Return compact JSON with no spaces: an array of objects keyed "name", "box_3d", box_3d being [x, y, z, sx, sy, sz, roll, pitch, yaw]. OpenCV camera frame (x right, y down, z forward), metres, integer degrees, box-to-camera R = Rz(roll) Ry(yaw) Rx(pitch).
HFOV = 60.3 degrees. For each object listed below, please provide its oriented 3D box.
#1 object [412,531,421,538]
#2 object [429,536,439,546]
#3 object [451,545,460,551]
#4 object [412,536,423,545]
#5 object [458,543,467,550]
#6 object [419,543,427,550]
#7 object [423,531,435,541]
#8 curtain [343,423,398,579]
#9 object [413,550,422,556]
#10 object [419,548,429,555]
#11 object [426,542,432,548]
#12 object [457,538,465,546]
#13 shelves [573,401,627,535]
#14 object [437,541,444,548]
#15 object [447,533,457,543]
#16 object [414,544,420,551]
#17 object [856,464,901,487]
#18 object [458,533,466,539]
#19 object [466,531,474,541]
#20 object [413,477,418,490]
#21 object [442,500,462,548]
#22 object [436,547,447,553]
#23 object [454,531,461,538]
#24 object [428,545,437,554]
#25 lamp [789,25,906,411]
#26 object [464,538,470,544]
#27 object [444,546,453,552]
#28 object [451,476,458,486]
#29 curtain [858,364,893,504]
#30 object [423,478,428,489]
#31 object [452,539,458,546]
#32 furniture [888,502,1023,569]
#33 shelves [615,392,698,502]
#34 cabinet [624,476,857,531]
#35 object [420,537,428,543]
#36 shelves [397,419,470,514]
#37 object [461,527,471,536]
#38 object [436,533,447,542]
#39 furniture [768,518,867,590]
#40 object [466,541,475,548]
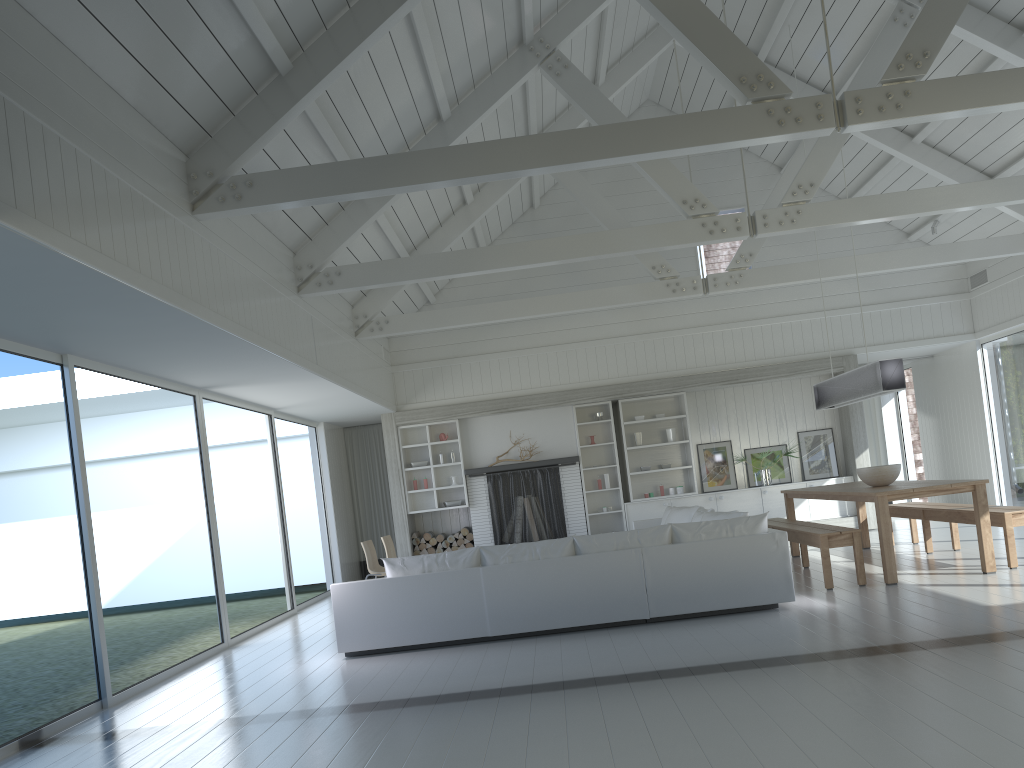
[{"name":"object","box_3d":[-1.383,2.172,12.711,0.080,0.079,0.480,-7,-7,0]},{"name":"object","box_3d":[-1.114,2.260,12.711,0.109,0.109,0.496,-7,-7,0]},{"name":"object","box_3d":[-0.796,2.373,12.705,0.108,0.106,0.517,-7,-7,0]},{"name":"object","box_3d":[-1.355,2.261,12.722,0.109,0.109,0.496,-7,-7,0]},{"name":"object","box_3d":[-0.696,2.356,12.709,0.134,0.146,0.550,-7,-6,2]},{"name":"object","box_3d":[-1.261,2.334,12.717,0.109,0.109,0.496,-7,-7,0]},{"name":"object","box_3d":[-1.193,2.191,12.716,0.110,0.110,0.496,-7,-7,0]},{"name":"curtain","box_3d":[-2.173,1.811,13.655,0.630,2.367,0.116,-7,-1,2]},{"name":"object","box_3d":[-1.335,2.441,12.728,0.108,0.106,0.517,-7,-7,0]},{"name":"object","box_3d":[-1.234,2.424,12.732,0.134,0.146,0.550,-7,-6,2]},{"name":"object","box_3d":[-1.170,2.313,12.707,0.080,0.079,0.480,-7,-7,0]},{"name":"object","box_3d":[-0.722,2.266,12.694,0.109,0.109,0.496,-7,-7,0]},{"name":"shelves","box_3d":[1.255,1.293,12.655,0.541,1.997,0.606,-7,-1,2]},{"name":"object","box_3d":[-1.019,2.307,12.694,0.080,0.079,0.480,-7,-7,0]},{"name":"object","box_3d":[-0.860,2.220,12.701,0.109,0.109,0.496,-7,-7,0]},{"name":"object","box_3d":[-1.346,2.348,12.708,0.080,0.079,0.480,-7,-7,0]},{"name":"object","box_3d":[3.405,0.855,8.167,0.388,0.185,0.392,-6,-6,-7]},{"name":"object","box_3d":[-0.722,2.173,12.682,0.080,0.079,0.480,-7,-7,0]},{"name":"object","box_3d":[-0.590,2.189,12.689,0.109,0.109,0.496,-7,-7,0]},{"name":"object","box_3d":[-1.376,1.415,12.531,0.054,0.196,0.054,-7,-1,3]},{"name":"object","box_3d":[-0.896,2.015,12.668,0.340,0.642,0.616,-6,-4,-13]},{"name":"object","box_3d":[-1.022,2.381,12.715,0.105,0.114,0.519,-7,-7,1]},{"name":"object","box_3d":[-0.786,2.170,12.685,0.086,0.091,0.481,-7,-7,0]},{"name":"object","box_3d":[-1.134,2.394,12.712,0.110,0.110,0.496,-7,-7,0]},{"name":"lamp","box_3d":[3.083,-1.935,8.566,0.200,4.236,1.910,-7,-2,2]},{"name":"object","box_3d":[-0.632,2.245,12.684,0.080,0.079,0.480,-7,-7,0]},{"name":"object","box_3d":[-0.891,2.399,12.717,0.134,0.146,0.550,-7,-6,2]},{"name":"object","box_3d":[-0.821,1.377,12.505,0.136,0.130,0.138,-6,-4,-10]},{"name":"curtain","box_3d":[5.224,0.896,13.480,1.007,2.367,0.116,-7,-1,3]},{"name":"object","box_3d":[-1.225,1.396,12.525,0.054,0.196,0.054,-7,-1,3]},{"name":"object","box_3d":[-0.807,2.280,12.685,0.080,0.079,0.480,-7,-7,0]},{"name":"furniture","box_3d":[4.285,1.420,8.545,0.340,0.469,2.693,-7,-7,2]},{"name":"shelves","box_3d":[2.058,0.913,12.622,0.939,1.441,0.606,-7,-2,2]},{"name":"cabinet","box_3d":[3.194,1.775,12.544,3.183,0.550,0.656,-7,-4,2]},{"name":"object","box_3d":[-1.260,2.241,12.705,0.080,0.079,0.480,-7,-7,0]},{"name":"shelves","box_3d":[-1.099,1.191,12.628,0.866,1.237,0.550,-7,-2,2]},{"name":"object","box_3d":[-0.663,2.118,12.693,0.110,0.110,0.496,-7,-7,0]},{"name":"object","box_3d":[-1.016,2.213,12.707,0.109,0.109,0.496,-7,-7,0]},{"name":"furniture","box_3d":[2.799,1.607,8.609,0.340,0.469,2.693,-7,-7,2]},{"name":"object","box_3d":[-0.596,2.326,12.689,0.110,0.110,0.496,-7,-7,0]}]
